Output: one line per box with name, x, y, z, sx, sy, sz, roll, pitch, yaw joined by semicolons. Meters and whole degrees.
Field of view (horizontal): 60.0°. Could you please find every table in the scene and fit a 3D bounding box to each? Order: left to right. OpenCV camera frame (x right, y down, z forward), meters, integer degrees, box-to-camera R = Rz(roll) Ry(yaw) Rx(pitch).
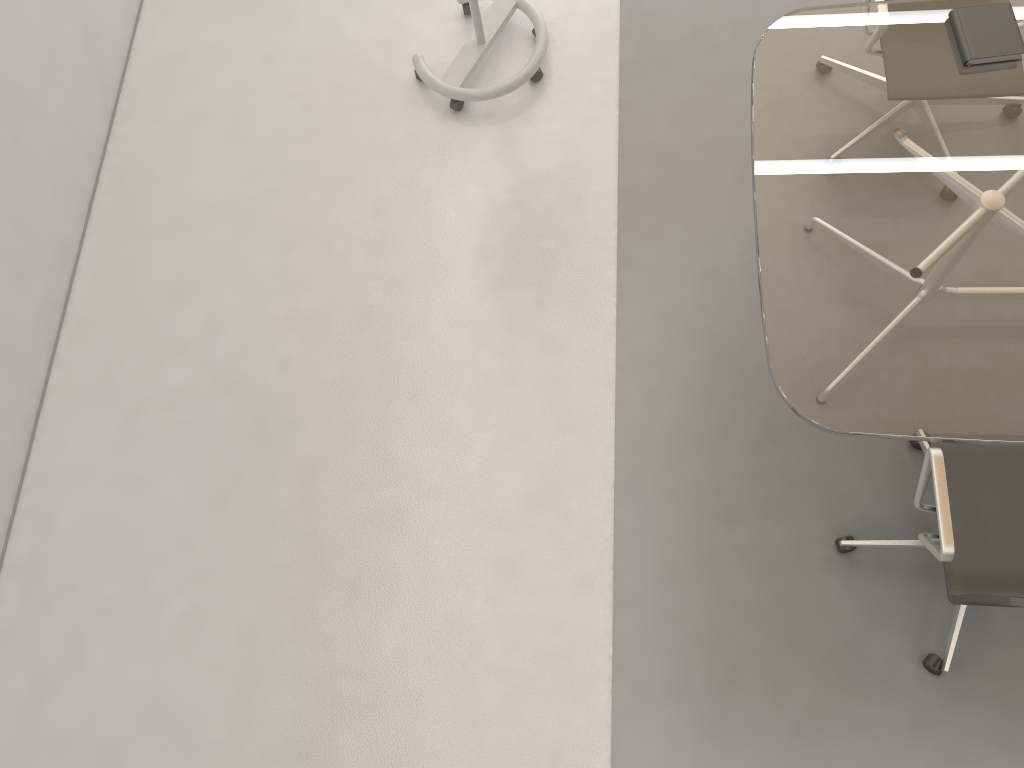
table;2.214;-0.359;2.561;3.054;0.721;1.372;0;69;7

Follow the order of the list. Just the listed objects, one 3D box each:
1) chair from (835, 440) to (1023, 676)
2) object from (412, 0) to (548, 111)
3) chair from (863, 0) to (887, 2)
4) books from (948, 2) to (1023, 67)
chair;1.333;0.341;2.360;0.731;0.805;0.710;-15;68;1
object;-0.235;-1.689;2.627;0.560;2.088;0.553;-13;68;2
chair;1.422;-1.090;2.891;0.731;0.805;0.710;-16;68;1
books;1.336;-0.984;2.497;0.164;0.032;0.183;-5;69;5
